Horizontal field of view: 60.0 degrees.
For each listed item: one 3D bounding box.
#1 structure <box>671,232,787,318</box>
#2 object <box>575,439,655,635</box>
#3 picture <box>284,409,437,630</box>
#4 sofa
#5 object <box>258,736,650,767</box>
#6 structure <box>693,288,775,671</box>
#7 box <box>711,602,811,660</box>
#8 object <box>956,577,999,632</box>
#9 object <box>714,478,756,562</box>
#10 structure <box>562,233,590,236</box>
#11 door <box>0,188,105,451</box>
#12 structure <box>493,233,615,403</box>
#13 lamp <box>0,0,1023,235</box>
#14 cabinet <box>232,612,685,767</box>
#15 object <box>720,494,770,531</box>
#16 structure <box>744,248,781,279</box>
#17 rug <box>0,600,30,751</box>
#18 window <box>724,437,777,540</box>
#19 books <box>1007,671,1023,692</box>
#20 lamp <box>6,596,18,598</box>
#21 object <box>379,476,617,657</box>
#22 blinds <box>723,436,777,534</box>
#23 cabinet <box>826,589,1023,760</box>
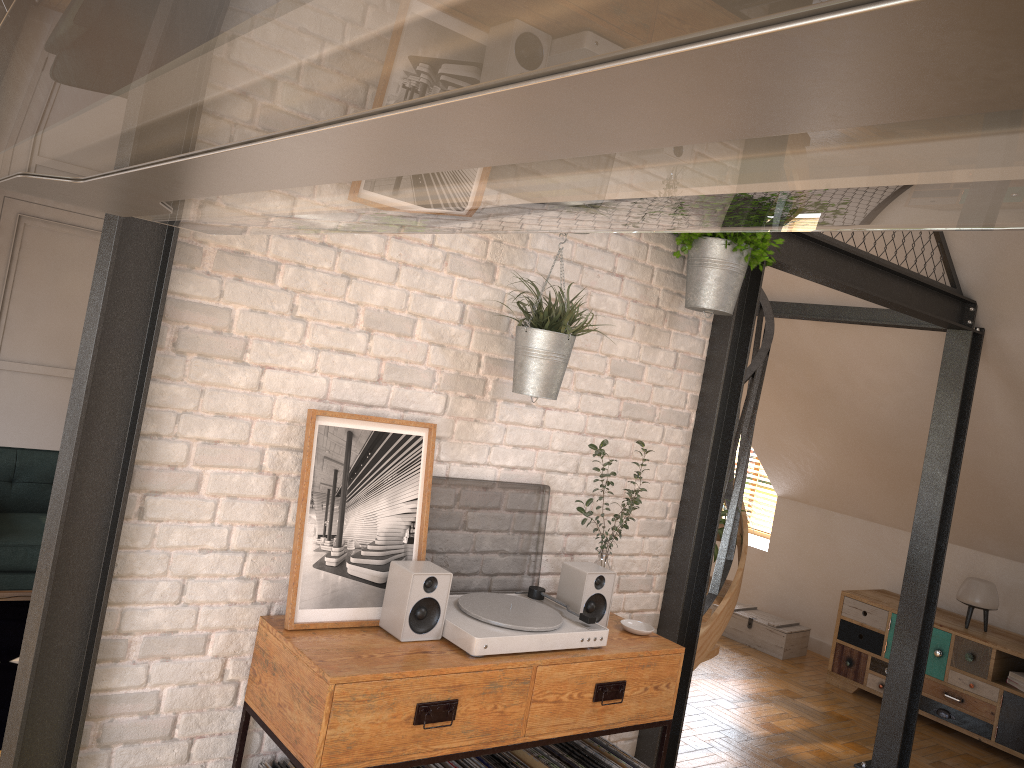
[{"bbox_3d":[0.765,-0.555,3.176,0.437,0.653,0.423,10,0,-8],"label":"structure"},{"bbox_3d":[0.348,0.488,2.970,0.295,0.621,0.291,11,-1,-23],"label":"object"},{"bbox_3d":[-0.413,0.382,2.495,0.409,0.576,0.127,11,-1,-38],"label":"picture"},{"bbox_3d":[-2.201,0.862,5.209,1.966,0.783,0.827,10,1,-38],"label":"sofa"},{"bbox_3d":[-0.218,1.396,2.578,1.308,0.575,0.406,10,0,-38],"label":"object"},{"bbox_3d":[0.500,-0.145,4.724,1.623,3.821,2.254,11,-1,-23],"label":"structure"},{"bbox_3d":[1.879,1.863,6.754,0.374,0.218,0.644,10,1,-43],"label":"box"},{"bbox_3d":[2.945,1.396,5.613,0.240,0.313,0.241,11,0,-28],"label":"object"},{"bbox_3d":[0.878,0.649,4.311,0.459,0.592,0.526,10,0,39],"label":"object"},{"bbox_3d":[0.189,-0.759,2.723,0.349,0.607,0.383,10,0,15],"label":"structure"},{"bbox_3d":[-3.227,-0.126,6.351,1.195,2.302,0.088,11,-1,-38],"label":"door"},{"bbox_3d":[0.090,-0.210,2.729,0.358,0.535,0.385,11,0,-28],"label":"structure"},{"bbox_3d":[0.182,-0.964,0.251,0.268,1.820,1.351,11,-1,-38],"label":"lamp"},{"bbox_3d":[-0.142,1.212,2.598,1.260,0.964,0.457,10,0,-38],"label":"cabinet"},{"bbox_3d":[1.852,1.014,7.995,1.015,0.584,0.924,10,1,-20],"label":"object"},{"bbox_3d":[0.885,-1.318,3.391,1.300,1.872,0.460,11,-1,-42],"label":"structure"},{"bbox_3d":[-1.636,1.382,4.576,3.487,0.010,1.706,9,2,-38],"label":"rug"},{"bbox_3d":[1.032,-0.358,3.143,8.597,4.468,7.812,10,1,-38],"label":"window"},{"bbox_3d":[3.118,1.780,5.232,0.306,0.073,0.211,10,1,-13],"label":"books"},{"bbox_3d":[-2.496,0.343,4.789,2.350,1.719,0.572,10,-1,-30],"label":"lamp"},{"bbox_3d":[0.003,0.536,2.680,0.784,0.415,0.416,10,0,-38],"label":"object"},{"bbox_3d":[2.226,0.557,8.188,0.069,1.486,1.435,11,0,-38],"label":"blinds"},{"bbox_3d":[2.942,1.877,5.542,0.594,0.634,1.765,10,1,-38],"label":"cabinet"}]
